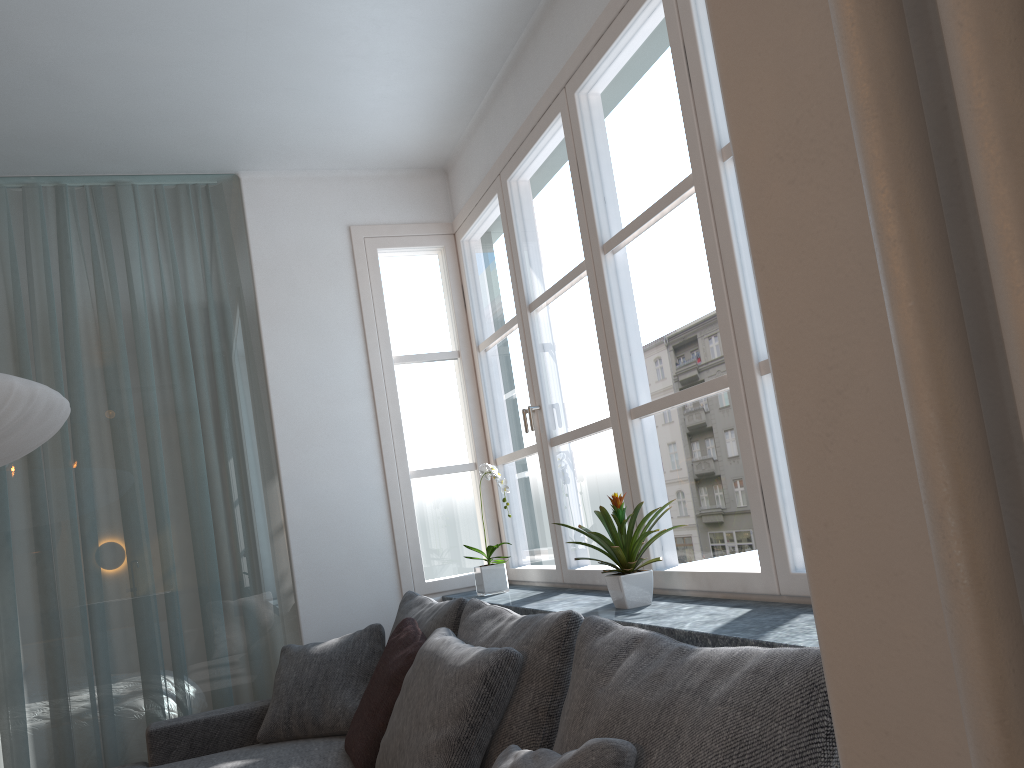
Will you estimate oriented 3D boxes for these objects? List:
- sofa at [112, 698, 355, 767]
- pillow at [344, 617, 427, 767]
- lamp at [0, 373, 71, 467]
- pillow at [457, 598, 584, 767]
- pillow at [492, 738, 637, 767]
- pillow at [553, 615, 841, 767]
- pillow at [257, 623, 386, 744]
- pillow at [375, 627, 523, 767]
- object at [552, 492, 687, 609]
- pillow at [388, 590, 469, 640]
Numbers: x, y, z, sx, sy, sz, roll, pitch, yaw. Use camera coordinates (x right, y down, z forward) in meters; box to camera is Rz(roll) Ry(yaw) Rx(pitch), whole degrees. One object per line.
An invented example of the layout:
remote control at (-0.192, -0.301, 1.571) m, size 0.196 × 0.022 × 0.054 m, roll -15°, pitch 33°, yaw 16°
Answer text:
sofa at (-0.797, 1.202, 1.933) m, size 2.034 × 0.667 × 3.100 m, roll -6°, pitch -9°, yaw -20°
pillow at (-0.393, 0.979, 2.818) m, size 0.310 × 0.400 × 0.526 m, roll -7°, pitch -7°, yaw -18°
lamp at (-1.937, 0.195, 2.258) m, size 1.475 × 0.208 × 1.477 m, roll -11°, pitch -9°, yaw 16°
pillow at (-0.043, 0.821, 2.298) m, size 0.276 × 0.471 × 0.848 m, roll -7°, pitch -8°, yaw -20°
pillow at (-0.014, 0.753, 1.464) m, size 0.443 × 0.319 × 0.497 m, roll -3°, pitch -9°, yaw -38°
pillow at (0.241, 0.650, 1.436) m, size 0.274 × 0.473 × 0.845 m, roll -7°, pitch -8°, yaw -20°
pillow at (-0.705, 1.112, 3.292) m, size 0.517 × 0.357 × 0.348 m, roll -11°, pitch -7°, yaw 19°
pillow at (-0.177, 0.862, 2.262) m, size 0.291 × 0.394 × 0.674 m, roll -7°, pitch -8°, yaw -20°
object at (0.322, 0.465, 2.491) m, size 0.322 × 0.326 × 0.380 m, roll -2°, pitch -9°, yaw -45°
pillow at (-0.333, 0.990, 3.112) m, size 0.274 × 0.474 × 0.845 m, roll -7°, pitch -8°, yaw -20°
